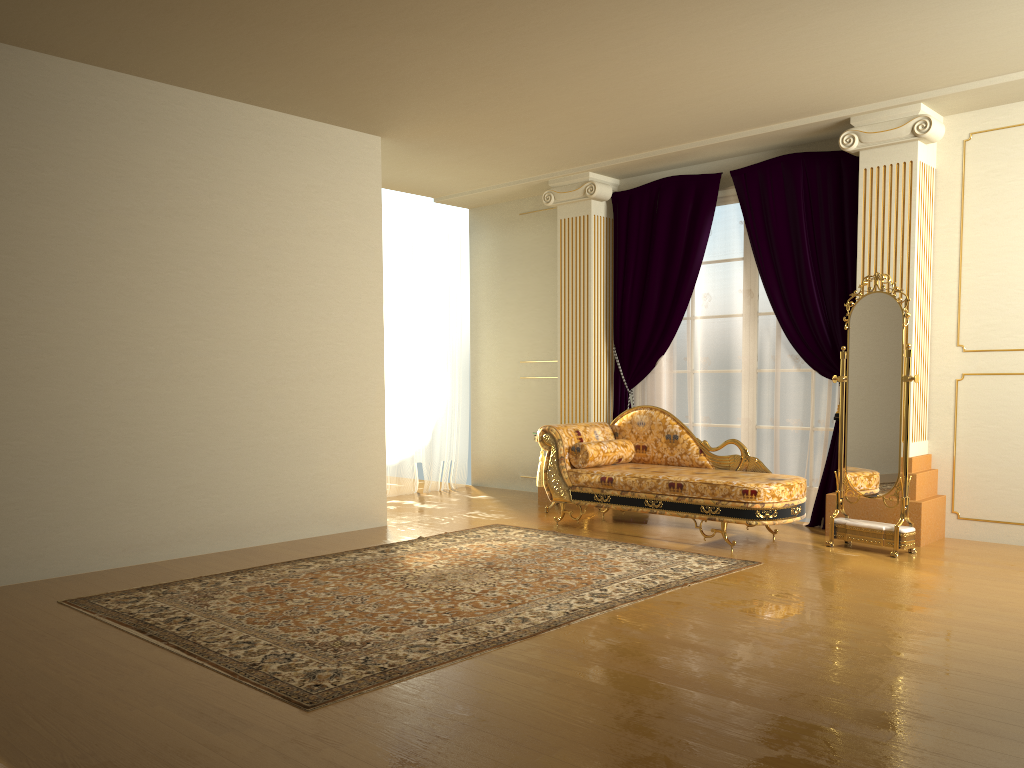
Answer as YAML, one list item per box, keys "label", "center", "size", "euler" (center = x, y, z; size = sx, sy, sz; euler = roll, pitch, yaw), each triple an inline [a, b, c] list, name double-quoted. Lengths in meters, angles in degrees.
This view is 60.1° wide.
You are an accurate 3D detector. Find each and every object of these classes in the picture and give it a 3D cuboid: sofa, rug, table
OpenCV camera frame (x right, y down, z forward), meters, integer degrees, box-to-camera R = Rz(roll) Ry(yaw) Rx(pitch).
- label: "sofa"
  center: [1.064, 0.593, 6.078]
  size: [1.891, 0.874, 0.692]
  euler: [1, 3, 43]
- label: "rug"
  center: [-0.376, 1.033, 4.671]
  size: [2.114, 0.017, 3.073]
  euler: [0, 0, 43]
- label: "table"
  center: [0.455, 0.710, 7.201]
  size: [0.571, 0.646, 0.569]
  euler: [0, 3, -2]

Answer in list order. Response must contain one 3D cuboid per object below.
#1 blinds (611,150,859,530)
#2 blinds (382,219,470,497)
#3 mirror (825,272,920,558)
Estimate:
- label: "blinds"
  center: [1.668, -0.301, 6.761]
  size: [2.232, 2.664, 0.338]
  euler: [2, 5, 44]
- label: "blinds"
  center: [-1.133, -0.217, 7.983]
  size: [2.161, 2.516, 0.163]
  euler: [-3, 5, -45]
- label: "mirror"
  center: [2.204, 0.175, 5.393]
  size: [0.242, 1.707, 0.540]
  euler: [-3, 5, -37]
